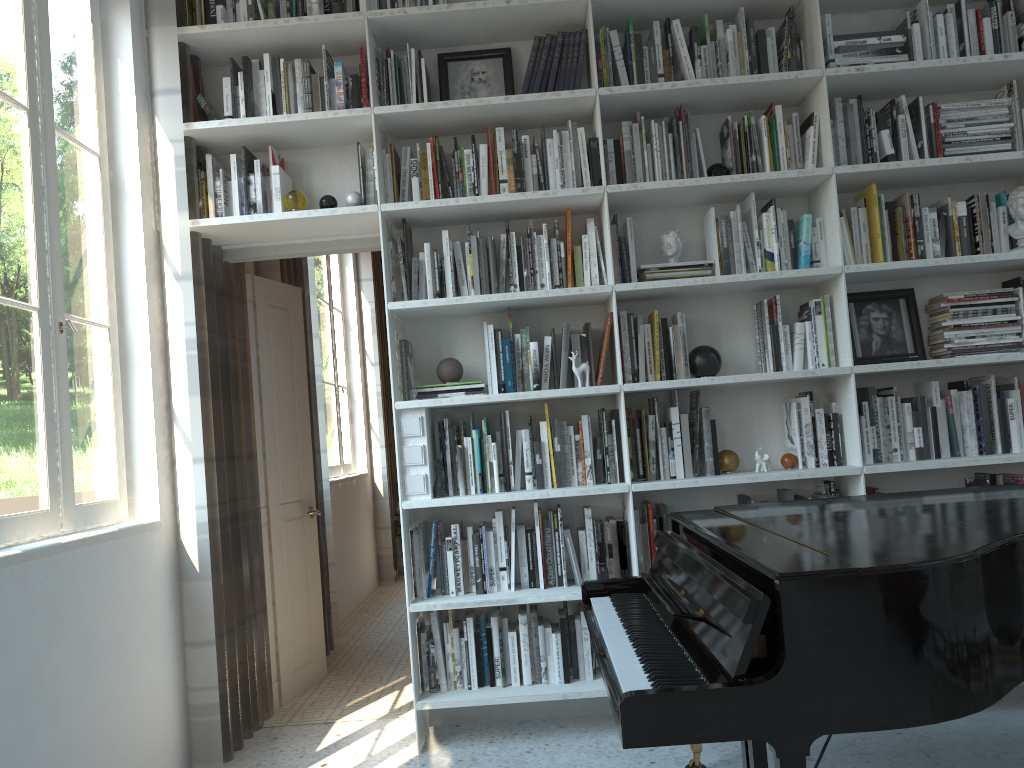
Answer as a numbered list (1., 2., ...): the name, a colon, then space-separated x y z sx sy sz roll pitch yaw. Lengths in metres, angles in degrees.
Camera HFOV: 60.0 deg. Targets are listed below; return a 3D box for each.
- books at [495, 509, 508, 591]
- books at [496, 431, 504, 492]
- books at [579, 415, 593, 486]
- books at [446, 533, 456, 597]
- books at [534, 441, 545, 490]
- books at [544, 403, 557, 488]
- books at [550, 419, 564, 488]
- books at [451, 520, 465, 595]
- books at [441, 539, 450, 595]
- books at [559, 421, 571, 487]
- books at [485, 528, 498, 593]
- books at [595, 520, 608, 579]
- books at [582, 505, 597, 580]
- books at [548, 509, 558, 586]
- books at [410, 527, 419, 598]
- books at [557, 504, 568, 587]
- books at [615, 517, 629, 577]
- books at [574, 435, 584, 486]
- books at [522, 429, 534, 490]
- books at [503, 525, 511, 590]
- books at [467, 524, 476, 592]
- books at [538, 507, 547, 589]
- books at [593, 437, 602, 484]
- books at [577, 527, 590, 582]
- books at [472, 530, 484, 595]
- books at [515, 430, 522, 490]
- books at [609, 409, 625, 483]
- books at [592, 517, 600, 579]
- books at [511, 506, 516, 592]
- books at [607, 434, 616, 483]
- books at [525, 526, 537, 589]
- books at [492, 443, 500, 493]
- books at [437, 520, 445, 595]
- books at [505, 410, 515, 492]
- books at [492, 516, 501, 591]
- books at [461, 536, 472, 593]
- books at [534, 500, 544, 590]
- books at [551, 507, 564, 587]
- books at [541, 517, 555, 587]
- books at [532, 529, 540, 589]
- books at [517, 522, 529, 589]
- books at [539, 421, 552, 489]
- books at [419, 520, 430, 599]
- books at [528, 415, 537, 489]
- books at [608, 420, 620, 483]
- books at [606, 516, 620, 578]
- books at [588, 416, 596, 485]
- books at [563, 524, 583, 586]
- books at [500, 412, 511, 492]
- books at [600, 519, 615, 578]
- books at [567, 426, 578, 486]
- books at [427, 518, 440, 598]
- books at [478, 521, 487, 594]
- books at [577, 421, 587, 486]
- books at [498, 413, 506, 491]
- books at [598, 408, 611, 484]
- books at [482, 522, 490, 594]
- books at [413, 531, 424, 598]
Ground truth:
1. books: -0.038 0.638 3.434 0.027 0.299 0.142 -4 -3 1
2. books: -0.044 0.300 3.460 0.016 0.230 0.136 -4 -3 1
3. books: 0.285 0.255 3.423 0.021 0.265 0.185 -4 -3 1
4. books: -0.227 0.691 3.415 0.022 0.220 0.187 -4 -3 1
5. books: 0.104 0.311 3.424 0.029 0.181 0.190 -4 -3 1
6. books: 0.147 0.237 3.435 0.021 0.322 0.172 -4 -3 1
7. books: 0.174 0.266 3.425 0.028 0.260 0.181 -4 -3 1
8. books: -0.203 0.667 3.422 0.029 0.266 0.171 -4 -3 1
9. books: -0.249 0.706 3.437 0.024 0.197 0.148 -4 -3 1
10. books: 0.203 0.270 3.429 0.028 0.249 0.159 -4 -3 1
11. books: -0.076 0.676 3.421 0.028 0.229 0.157 -4 -3 1
12. books: 0.341 0.645 3.435 0.030 0.227 0.140 -4 -3 1
13. books: 0.300 0.617 3.429 0.025 0.287 0.130 -4 -3 1
14. books: 0.158 0.631 3.437 0.013 0.284 0.139 -4 -3 1
15. books: -0.371 0.687 3.441 0.012 0.254 0.161 -4 -3 1
16. books: 0.192 0.619 3.420 0.013 0.301 0.172 -4 -3 1
17. books: 0.419 0.636 3.419 0.030 0.230 0.151 -4 -3 1
18. books: 0.256 0.294 3.444 0.023 0.194 0.140 -4 -3 1
19. books: 0.061 0.291 3.437 0.027 0.229 0.159 -4 -3 1
20. books: -0.016 0.670 3.435 0.012 0.232 0.148 -4 -3 1
21. books: -0.151 0.673 3.446 0.022 0.248 0.134 -4 -3 1
22. books: 0.116 0.627 3.418 0.012 0.295 0.176 -4 -3 1
23. books: 0.332 0.294 3.439 0.041 0.181 0.141 -4 -3 1
24. books: 0.276 0.662 3.437 0.030 0.203 0.142 -4 -3 1
25. books: -0.127 0.682 3.412 0.028 0.223 0.189 -4 -3 1
26. books: 0.025 0.295 3.454 0.045 0.230 0.138 -4 -3 1
27. books: 0.409 0.239 3.449 0.024 0.280 0.136 -4 -3 1
28. books: 0.319 0.638 3.401 0.011 0.239 0.174 -4 -3 1
29. books: 0.005 0.630 3.416 0.039 0.307 0.172 -4 -3 1
30. books: 0.378 0.289 3.451 0.023 0.187 0.130 -4 -3 1
31. books: 0.073 0.667 3.430 0.028 0.224 0.134 -4 -3 1
32. books: -0.060 0.320 3.425 0.016 0.189 0.183 -4 -3 1
33. books: -0.269 0.669 3.439 0.010 0.273 0.150 -4 -3 1
34. books: -0.006 0.258 3.438 0.012 0.306 0.189 -4 -3 1
35. books: -0.057 0.653 3.441 0.013 0.273 0.146 -4 -3 1
36. books: -0.173 0.699 3.441 0.025 0.200 0.137 -4 -3 1
37. books: 0.102 0.613 3.410 0.014 0.325 0.170 -4 -3 1
38. books: 0.175 0.625 3.425 0.022 0.290 0.137 -4 -3 1
39. books: 0.139 0.647 3.434 0.029 0.254 0.153 -4 -3 1
40. books: 0.094 0.673 3.429 0.013 0.209 0.154 -4 -3 1
41. books: 0.043 0.662 3.435 0.031 0.238 0.132 -4 -3 1
42. books: 0.129 0.273 3.436 0.026 0.254 0.176 -4 -3 1
43. books: -0.332 0.671 3.411 0.011 0.277 0.189 -4 -3 1
44. books: 0.079 0.263 3.436 0.014 0.282 0.150 -4 -3 1
45. books: 0.393 0.259 3.426 0.010 0.240 0.174 -4 -3 1
46. books: 0.392 0.636 3.429 0.026 0.235 0.140 -4 -3 1
47. books: 0.303 0.257 3.441 0.013 0.260 0.142 -4 -3 1
48. books: 0.232 0.658 3.420 0.059 0.216 0.177 -4 -3 1
49. books: -0.022 0.261 3.426 0.019 0.300 0.180 -4 -3 1
50. books: 0.367 0.640 3.393 0.023 0.228 0.190 -4 -3 1
51. books: 0.230 0.278 3.442 0.025 0.229 0.153 -4 -3 1
52. books: -0.301 0.666 3.420 0.052 0.283 0.172 -4 -3 1
53. books: -0.108 0.664 3.414 0.013 0.257 0.189 -4 -3 1
54. books: 0.271 0.267 3.440 0.010 0.246 0.160 -4 -3 1
55. books: -0.035 0.265 3.463 0.009 0.299 0.141 -4 -3 1
56. books: 0.355 0.239 3.421 0.014 0.286 0.179 -4 -3 1
57. books: -0.096 0.665 3.409 0.010 0.252 0.178 -4 -3 1
58. books: -0.350 0.692 3.427 0.029 0.239 0.154 -4 -3 1
